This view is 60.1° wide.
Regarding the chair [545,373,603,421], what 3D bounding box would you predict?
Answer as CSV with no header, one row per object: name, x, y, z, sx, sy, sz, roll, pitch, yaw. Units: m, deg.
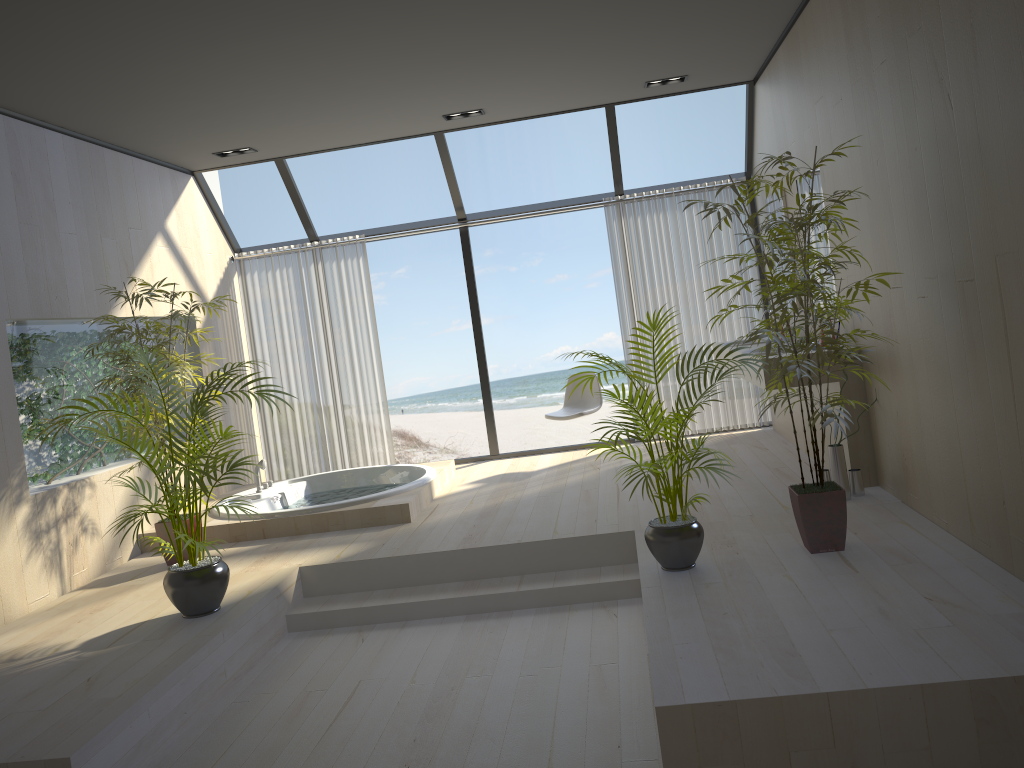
chair,0.506,0.105,7.192,0.368,0.347,0.456,-6,3,35

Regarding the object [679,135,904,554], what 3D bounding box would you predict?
object,1.312,-0.149,3.855,0.784,1.755,0.939,-7,1,32

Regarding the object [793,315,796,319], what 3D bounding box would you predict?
object,1.971,-0.393,6.202,0.053,0.175,0.012,-7,1,32

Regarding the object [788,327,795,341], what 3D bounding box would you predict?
object,1.964,-0.351,6.211,0.058,0.100,0.058,-7,1,13

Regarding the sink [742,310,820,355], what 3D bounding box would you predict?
sink,1.674,-0.232,5.464,0.503,0.419,0.575,-7,3,10

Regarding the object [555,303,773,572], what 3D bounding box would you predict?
object,0.609,0.233,3.900,0.913,1.156,0.754,-6,2,40

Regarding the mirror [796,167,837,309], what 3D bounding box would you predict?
mirror,1.918,-0.896,5.542,0.023,0.868,0.655,-8,2,7

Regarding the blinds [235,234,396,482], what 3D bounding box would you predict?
blinds,-1.717,-0.204,7.782,1.181,2.069,0.084,-8,1,6

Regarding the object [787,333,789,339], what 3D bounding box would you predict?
object,2.000,-0.386,6.390,0.039,0.135,0.039,-8,1,-35

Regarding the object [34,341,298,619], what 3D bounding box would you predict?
object,-1.516,0.412,4.226,1.066,1.344,0.873,-8,2,-5

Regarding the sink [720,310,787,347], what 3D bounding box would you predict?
sink,1.805,-0.332,6.663,0.503,0.419,0.575,-7,3,10

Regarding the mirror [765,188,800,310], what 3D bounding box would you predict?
mirror,2.004,-0.979,6.575,0.023,0.868,0.655,-8,2,7

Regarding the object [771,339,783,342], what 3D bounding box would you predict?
object,1.880,-0.310,6.243,0.033,0.029,0.104,-10,4,-43

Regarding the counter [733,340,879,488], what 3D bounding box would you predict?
counter,1.780,0.170,5.496,0.550,0.790,1.208,-8,3,7

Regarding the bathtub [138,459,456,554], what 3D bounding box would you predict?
bathtub,-1.450,0.869,6.509,1.819,0.698,1.652,-7,3,7

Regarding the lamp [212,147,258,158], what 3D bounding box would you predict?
lamp,-2.137,-1.832,6.809,0.300,0.112,0.164,-7,3,6

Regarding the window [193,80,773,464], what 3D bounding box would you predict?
window,-0.173,-0.734,7.405,4.556,2.812,0.746,-7,1,6

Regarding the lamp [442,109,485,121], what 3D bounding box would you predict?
lamp,-0.366,-2.060,6.609,0.300,0.112,0.164,-7,3,6

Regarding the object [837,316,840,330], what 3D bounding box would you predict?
object,1.840,-0.292,5.004,0.053,0.175,0.012,-7,1,32

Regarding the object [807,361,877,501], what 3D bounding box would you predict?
object,1.815,0.233,4.751,0.407,0.748,0.274,-8,1,-6

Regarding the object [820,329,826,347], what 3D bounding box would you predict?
object,1.793,-0.269,5.106,0.039,0.135,0.038,-8,1,-42

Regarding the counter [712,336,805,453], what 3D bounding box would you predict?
counter,1.912,0.069,6.695,0.550,0.790,1.208,-8,3,7

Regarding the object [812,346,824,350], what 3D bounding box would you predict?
object,1.749,-0.209,5.045,0.033,0.029,0.104,-10,4,-43

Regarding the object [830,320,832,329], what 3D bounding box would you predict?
object,1.805,-0.288,4.991,0.050,0.178,0.012,-9,1,-44

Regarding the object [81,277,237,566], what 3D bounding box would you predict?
object,-2.167,0.221,5.381,0.784,1.755,0.939,-7,1,32

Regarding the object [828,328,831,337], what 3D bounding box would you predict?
object,1.868,-0.285,5.191,0.039,0.135,0.038,-8,1,-42

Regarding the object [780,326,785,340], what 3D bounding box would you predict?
object,1.924,-0.369,6.305,0.039,0.135,0.039,-8,1,-35

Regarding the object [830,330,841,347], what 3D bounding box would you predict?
object,1.832,-0.250,5.013,0.058,0.100,0.059,-7,1,17

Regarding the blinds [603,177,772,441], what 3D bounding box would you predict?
blinds,1.488,-0.617,7.420,1.181,2.069,0.084,-8,1,6

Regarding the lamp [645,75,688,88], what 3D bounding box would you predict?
lamp,1.112,-2.250,6.442,0.300,0.112,0.164,-7,3,6
